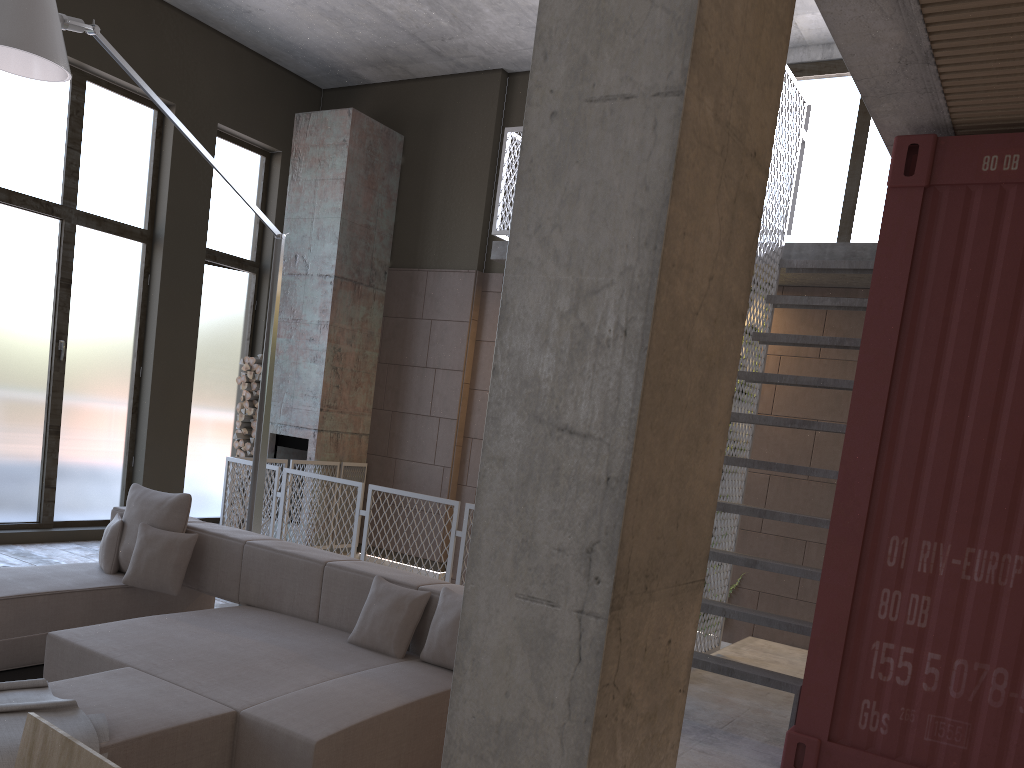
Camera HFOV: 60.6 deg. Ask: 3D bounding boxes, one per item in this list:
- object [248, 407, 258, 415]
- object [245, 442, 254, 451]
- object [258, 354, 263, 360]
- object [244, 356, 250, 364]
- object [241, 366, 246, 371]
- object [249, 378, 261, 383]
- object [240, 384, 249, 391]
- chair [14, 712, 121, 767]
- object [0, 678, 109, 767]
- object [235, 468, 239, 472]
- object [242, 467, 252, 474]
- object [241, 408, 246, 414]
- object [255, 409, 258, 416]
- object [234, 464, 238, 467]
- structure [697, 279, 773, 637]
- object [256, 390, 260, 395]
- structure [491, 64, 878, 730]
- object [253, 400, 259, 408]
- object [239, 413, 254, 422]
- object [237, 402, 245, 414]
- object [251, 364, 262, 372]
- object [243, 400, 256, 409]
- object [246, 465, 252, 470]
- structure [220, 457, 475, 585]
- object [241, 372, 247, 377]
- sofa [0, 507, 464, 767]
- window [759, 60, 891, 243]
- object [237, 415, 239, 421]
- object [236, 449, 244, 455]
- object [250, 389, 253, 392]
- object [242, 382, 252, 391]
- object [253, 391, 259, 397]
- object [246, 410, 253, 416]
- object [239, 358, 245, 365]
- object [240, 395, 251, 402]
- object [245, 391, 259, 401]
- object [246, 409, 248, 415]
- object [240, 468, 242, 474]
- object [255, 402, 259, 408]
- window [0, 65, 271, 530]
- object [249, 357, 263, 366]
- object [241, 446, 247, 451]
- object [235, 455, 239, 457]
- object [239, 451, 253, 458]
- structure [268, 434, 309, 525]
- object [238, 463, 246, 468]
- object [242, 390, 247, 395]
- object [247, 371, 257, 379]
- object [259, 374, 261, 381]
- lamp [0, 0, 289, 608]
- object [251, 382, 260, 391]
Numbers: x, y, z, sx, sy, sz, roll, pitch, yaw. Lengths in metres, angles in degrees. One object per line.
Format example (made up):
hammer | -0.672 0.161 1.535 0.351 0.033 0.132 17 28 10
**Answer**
object | -2.721 0.325 9.739 0.092 0.084 0.482 8 -2 31
object | -2.769 0.706 9.759 0.090 0.090 0.457 8 -1 30
object | -2.650 -0.272 9.659 0.064 0.074 0.361 9 -1 30
object | -2.772 -0.231 9.742 0.090 0.091 0.457 8 -1 30
object | -2.831 -0.152 9.778 0.121 0.069 0.365 7 -2 33
object | -2.702 -0.016 9.698 0.113 0.080 0.437 8 -2 31
object | -2.844 0.052 9.761 0.066 0.068 0.425 9 -2 31
chair | -0.787 1.001 0.829 0.344 1.207 0.724 11 5 37
object | -2.070 1.233 2.557 1.609 0.507 1.031 9 -2 -40
object | -2.938 0.976 9.890 0.066 0.067 0.425 9 -2 31
object | -2.807 0.982 9.807 0.092 0.084 0.482 8 -2 31
object | -2.853 0.319 9.822 0.066 0.067 0.425 9 -2 31
object | -2.640 0.334 9.712 0.090 0.090 0.457 9 -1 31
object | -2.987 0.896 9.876 0.087 0.109 0.367 9 -1 31
structure | 1.045 0.630 8.128 2.598 3.861 1.004 9 6 31
object | -2.634 0.112 9.665 0.120 0.068 0.365 7 -2 33
structure | 1.028 -0.010 6.814 3.644 4.360 3.043 9 3 32
object | -2.721 0.240 9.778 0.100 0.087 0.364 8 -2 31
object | -2.823 0.392 9.754 0.092 0.084 0.482 8 -2 31
object | -2.923 0.282 9.822 0.063 0.126 0.365 10 0 31
object | -2.685 -0.158 9.631 0.103 0.084 0.364 8 -2 31
object | -2.802 0.246 9.797 0.091 0.094 0.439 9 -1 31
object | -2.753 0.920 9.751 0.090 0.090 0.457 9 -1 33
structure | -0.318 1.432 7.771 4.383 0.943 1.936 6 -2 31
object | -2.836 -0.079 9.769 0.065 0.087 0.427 9 -1 30
sofa | -1.965 1.170 3.868 2.967 0.792 3.027 6 -2 32
window | 1.992 -1.889 7.806 3.530 1.768 0.110 7 5 31
object | -2.887 0.395 9.796 0.066 0.068 0.425 9 -2 31
object | -2.950 0.784 9.865 0.100 0.103 0.294 9 -1 33
object | -2.779 0.069 9.727 0.088 0.057 0.334 7 -2 31
object | -2.780 0.048 9.719 0.092 0.084 0.482 8 -2 31
object | -2.719 0.116 9.722 0.064 0.075 0.361 9 -1 31
object | -2.745 0.327 9.732 0.113 0.080 0.437 8 -2 31
object | -2.843 -0.225 9.751 0.066 0.069 0.425 9 -1 31
object | -2.900 0.169 9.722 0.045 0.073 0.252 10 -1 31
object | -2.809 0.141 9.712 0.097 0.108 0.295 9 -1 33
object | -2.785 0.328 9.781 0.066 0.068 0.425 9 -2 31
object | -2.871 0.985 9.849 0.066 0.068 0.425 9 -2 31
object | -2.643 0.260 9.718 0.113 0.080 0.437 8 -2 31
window | -5.322 -0.975 6.010 0.207 4.202 9.248 11 1 31
object | -2.741 -0.226 9.624 0.103 0.104 0.293 9 -1 31
object | -2.865 0.726 9.795 0.088 0.057 0.334 7 -2 31
object | -2.985 0.826 9.789 0.045 0.073 0.252 10 -1 31
object | -2.895 0.798 9.780 0.097 0.108 0.295 9 -1 33
structure | -2.349 1.023 9.389 0.569 0.937 0.056 10 6 31
object | -2.888 0.903 9.865 0.091 0.094 0.439 9 -1 31
object | -2.864 0.128 9.797 0.100 0.103 0.294 9 -1 33
object | -2.709 -0.071 9.689 0.093 0.084 0.482 8 -2 31
object | -2.581 -0.046 9.608 0.065 0.068 0.425 9 -1 31
lamp | -2.025 -0.096 5.314 0.750 3.459 2.624 9 3 20
object | -2.683 0.049 9.691 0.090 0.090 0.457 8 -1 30
